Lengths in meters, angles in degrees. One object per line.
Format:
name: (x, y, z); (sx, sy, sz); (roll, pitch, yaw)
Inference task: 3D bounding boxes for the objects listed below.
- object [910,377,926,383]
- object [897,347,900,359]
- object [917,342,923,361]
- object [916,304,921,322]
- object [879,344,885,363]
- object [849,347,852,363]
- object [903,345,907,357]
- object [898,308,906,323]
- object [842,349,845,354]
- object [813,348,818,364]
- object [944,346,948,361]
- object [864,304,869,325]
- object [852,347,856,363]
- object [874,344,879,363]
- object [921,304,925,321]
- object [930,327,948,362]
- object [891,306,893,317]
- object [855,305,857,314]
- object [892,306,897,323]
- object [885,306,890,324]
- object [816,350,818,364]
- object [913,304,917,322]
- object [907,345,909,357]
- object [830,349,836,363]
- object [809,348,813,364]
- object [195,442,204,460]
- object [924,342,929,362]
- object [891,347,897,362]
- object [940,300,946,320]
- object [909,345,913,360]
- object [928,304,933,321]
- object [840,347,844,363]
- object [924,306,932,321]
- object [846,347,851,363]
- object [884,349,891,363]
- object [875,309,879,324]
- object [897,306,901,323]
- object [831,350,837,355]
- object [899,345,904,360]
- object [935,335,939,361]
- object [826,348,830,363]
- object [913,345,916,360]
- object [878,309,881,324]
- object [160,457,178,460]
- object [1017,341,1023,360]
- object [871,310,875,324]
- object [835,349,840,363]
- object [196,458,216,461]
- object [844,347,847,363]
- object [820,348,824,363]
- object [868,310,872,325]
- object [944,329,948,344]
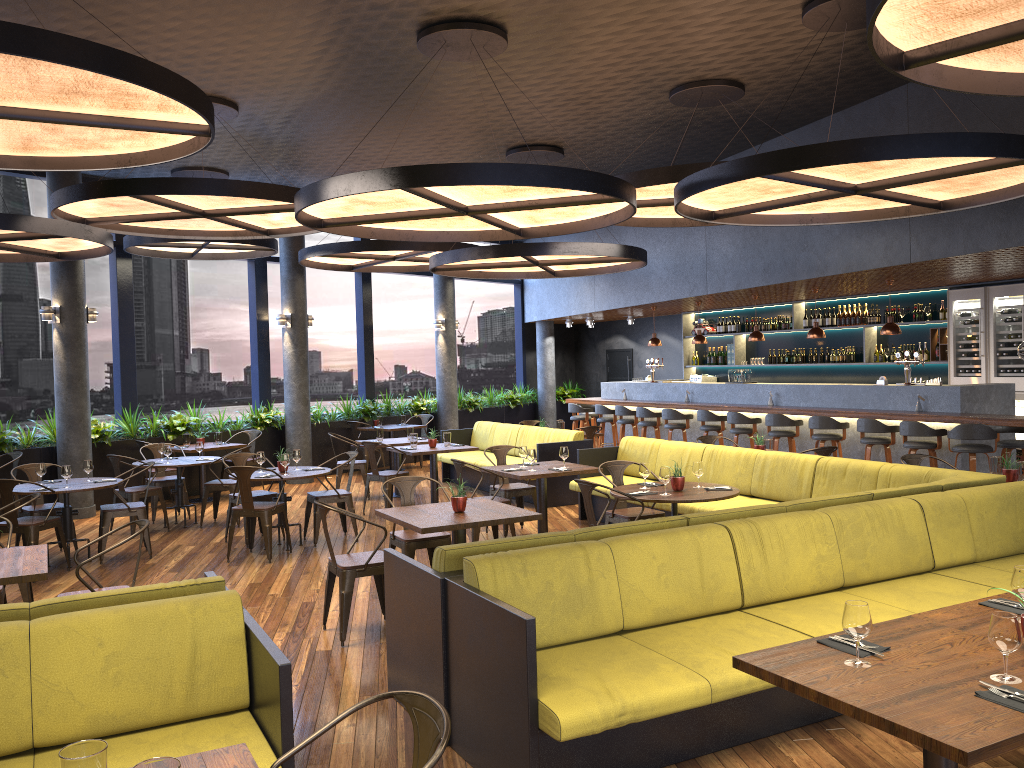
object: (5.919, 0.147, 12.855); (0.204, 0.492, 0.310); (-2, 1, -28)
object: (5.757, -0.435, 13.160); (0.088, 0.224, 0.088); (-2, 2, -33)
object: (5.899, -0.461, 12.822); (0.079, 0.281, 0.079); (-1, 2, 36)
object: (5.825, -1.021, 12.710); (0.063, 0.254, 0.063); (-2, 1, 0)
object: (5.589, -0.465, 13.413); (0.079, 0.281, 0.079); (0, 2, 41)
object: (5.358, -0.460, 14.034); (0.063, 0.254, 0.063); (-2, 1, 0)
object: (5.771, -0.447, 13.035); (0.063, 0.254, 0.063); (-2, 1, 0)
object: (5.710, -1.001, 12.984); (0.097, 0.206, 0.097); (-1, 2, 31)
object: (5.291, -0.446, 14.151); (0.088, 0.224, 0.088); (-2, 2, -33)
object: (4.954, -0.459, 14.475); (0.063, 0.254, 0.063); (-1, 1, 10)
object: (6.095, -0.430, 12.389); (0.097, 0.206, 0.097); (-1, 1, 13)
object: (5.475, -1.073, 13.697); (0.084, 0.330, 0.084); (-2, 1, -21)
object: (5.364, -0.457, 13.918); (0.063, 0.254, 0.063); (-1, 2, 35)
object: (5.546, -0.466, 13.496); (0.079, 0.281, 0.079); (-2, 1, -24)
object: (5.907, -1.024, 12.770); (0.063, 0.254, 0.063); (-1, 1, 25)
object: (6.056, -0.554, 12.450); (0.161, 0.475, 0.300); (-2, 2, -28)
object: (5.676, -1.029, 13.236); (0.063, 0.254, 0.063); (-1, 1, 25)
object: (5.358, -1.074, 13.850); (0.084, 0.330, 0.084); (-2, 1, -21)
object: (5.648, -1.025, 13.090); (0.063, 0.254, 0.063); (-1, 2, 35)
object: (5.584, -1.026, 13.195); (0.063, 0.254, 0.063); (-2, 2, -30)
object: (5.007, -0.464, 14.614); (0.063, 0.254, 0.063); (-3, 2, -40)
object: (5.834, -1.024, 12.822); (0.063, 0.254, 0.063); (-1, 1, 15)
object: (5.840, -0.450, 13.081); (0.063, 0.254, 0.063); (-1, 1, 25)
object: (5.140, -0.443, 14.194); (0.088, 0.224, 0.088); (-1, 2, 32)
object: (4.908, -0.460, 14.564); (0.063, 0.254, 0.063); (-1, 2, 35)
object: (-3.715, 0.791, 10.549); (0.097, 0.206, 0.097); (-2, 1, -23)
object: (5.943, -0.460, 12.738); (0.079, 0.281, 0.079); (-2, 2, -34)
object: (5.653, -0.431, 13.123); (0.088, 0.224, 0.088); (-1, 2, 32)
object: (6.058, -1.035, 12.470); (0.079, 0.281, 0.079); (-2, 1, -19)
object: (5.807, -0.446, 12.911); (0.063, 0.254, 0.063); (-1, 1, 25)
object: (6.002, -1.026, 12.727); (0.063, 0.254, 0.063); (-2, 1, -20)
object: (5.192, -0.454, 13.965); (0.063, 0.254, 0.063); (-2, 2, -35)
object: (5.919, -0.998, 12.620); (0.097, 0.206, 0.097); (-1, 2, 31)
object: (5.265, -0.454, 13.877); (0.063, 0.254, 0.063); (-2, 1, -20)
object: (5.610, -0.425, 13.261); (0.097, 0.206, 0.097); (-1, 2, 31)
object: (5.500, -1.014, 13.380); (0.056, 0.227, 0.056); (-3, 2, -41)
object: (5.731, -1.028, 13.135); (0.063, 0.254, 0.063); (-3, 2, -40)
object: (5.203, -0.438, 14.313); (0.097, 0.206, 0.097); (-1, 1, 4)
object: (5.702, -0.445, 12.992); (0.063, 0.254, 0.063); (-2, 1, -25)
object: (6.025, -0.509, 12.515); (0.091, 0.369, 0.092); (-1, 2, 31)
object: (5.127, -0.462, 14.401); (0.063, 0.254, 0.063); (-1, 1, 20)
object: (5.876, -0.449, 12.957); (0.063, 0.254, 0.063); (-2, 1, -20)
object: (5.554, -1.016, 13.409); (0.056, 0.227, 0.056); (-2, 1, -26)
object: (-4.124, 0.893, 10.685); (0.157, 0.019, 0.255); (-3, 2, -41)
object: (5.356, -0.129, 8.883); (0.263, 0.944, 0.566); (-3, 2, -35)
object: (5.471, -1.014, 13.435); (0.056, 0.227, 0.056); (0, 2, 39)
object: (5.190, -0.442, 14.099); (0.088, 0.224, 0.088); (-2, 1, -13)
object: (-3.607, 0.885, 10.413); (0.255, 0.019, 0.157); (-1, 1, 4)
object: (5.277, -0.457, 14.011); (0.063, 0.254, 0.063); (-2, 1, 0)
object: (5.065, -0.463, 14.503); (0.063, 0.254, 0.063); (-1, 2, 35)
object: (5.443, -1.015, 13.488); (0.056, 0.227, 0.056); (-1, 1, 24)
object: (6.089, -0.664, 12.384); (0.097, 0.206, 0.097); (-1, 1, 13)
